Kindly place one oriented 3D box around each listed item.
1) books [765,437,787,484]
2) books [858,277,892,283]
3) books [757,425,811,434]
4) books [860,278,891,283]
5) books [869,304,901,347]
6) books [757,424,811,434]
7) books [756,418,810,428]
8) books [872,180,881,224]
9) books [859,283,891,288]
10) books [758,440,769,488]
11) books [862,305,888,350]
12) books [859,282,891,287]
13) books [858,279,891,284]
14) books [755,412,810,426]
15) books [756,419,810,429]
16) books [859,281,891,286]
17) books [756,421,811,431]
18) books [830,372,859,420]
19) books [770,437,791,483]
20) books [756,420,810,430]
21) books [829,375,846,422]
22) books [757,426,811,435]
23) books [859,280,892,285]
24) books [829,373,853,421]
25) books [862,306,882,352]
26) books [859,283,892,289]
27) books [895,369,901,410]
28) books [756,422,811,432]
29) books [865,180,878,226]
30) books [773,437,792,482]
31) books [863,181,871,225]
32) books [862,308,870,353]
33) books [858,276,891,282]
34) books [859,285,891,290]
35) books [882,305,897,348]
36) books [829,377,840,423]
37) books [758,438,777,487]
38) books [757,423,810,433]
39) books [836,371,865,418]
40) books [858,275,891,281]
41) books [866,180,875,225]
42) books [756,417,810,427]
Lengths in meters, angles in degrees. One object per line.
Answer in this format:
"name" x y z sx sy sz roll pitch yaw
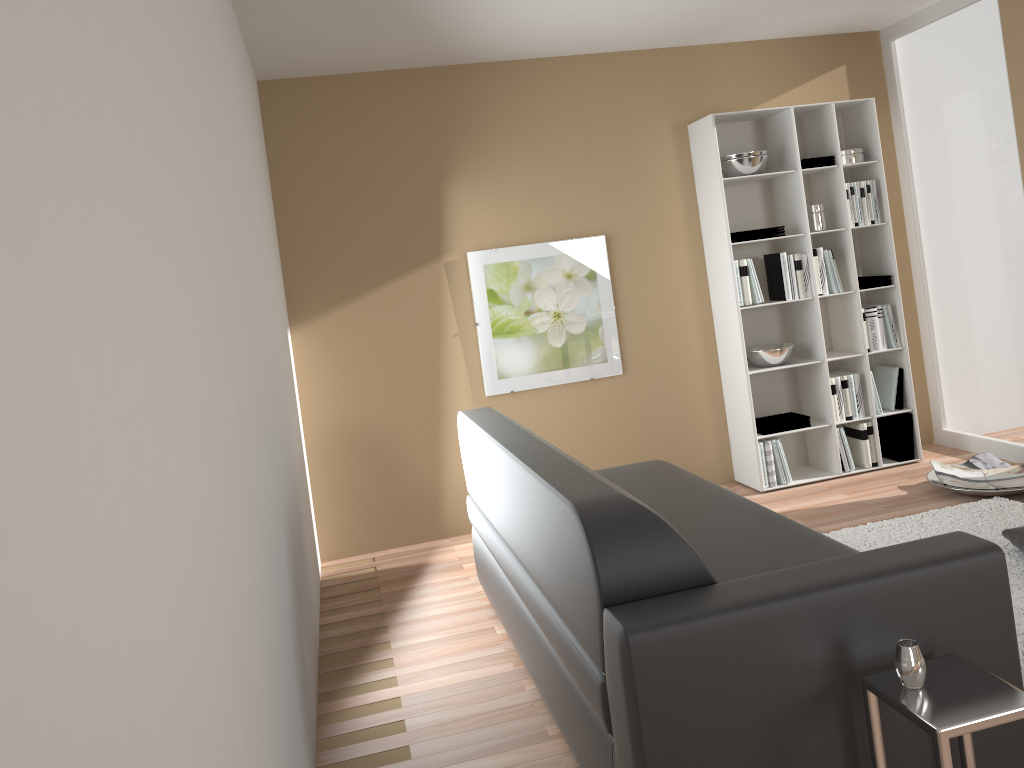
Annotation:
"books" 1.491 0.430 5.074 0.060 0.259 0.208 -8 3 -11
"books" 2.092 -0.623 5.279 0.211 0.008 0.298 -9 7 -11
"books" 1.547 0.251 5.115 0.298 0.006 0.211 -9 7 -12
"books" 2.093 -0.617 5.279 0.211 0.008 0.298 -9 7 -11
"books" 2.223 -0.350 5.260 0.060 0.259 0.208 -8 3 -11
"books" 1.546 0.246 5.115 0.298 0.006 0.211 -9 7 -12
"books" 1.542 0.212 5.118 0.298 0.008 0.211 -9 7 -12
"books" 2.118 -1.078 5.255 0.020 0.258 0.208 -8 3 -11
"books" 2.093 -0.589 5.279 0.211 0.006 0.298 -9 7 -11
"books" 1.396 0.447 5.057 0.040 0.258 0.208 -8 3 -11
"books" 2.147 -0.338 5.249 0.040 0.258 0.208 -8 3 -11
"books" 2.092 -0.595 5.281 0.211 0.007 0.298 -9 7 -13
"books" 2.089 -0.611 5.279 0.211 0.006 0.298 -9 7 -10
"books" 1.545 0.201 5.116 0.298 0.006 0.211 -9 7 -12
"books" 1.542 0.217 5.118 0.298 0.008 0.211 -9 7 -12
"books" 2.092 -0.600 5.278 0.211 0.006 0.298 -9 7 -11
"books" 1.545 0.229 5.115 0.298 0.006 0.211 -9 7 -12
"books" 1.953 0.066 5.186 0.040 0.258 0.208 -8 3 -11
"books" 1.517 0.429 5.075 0.058 0.257 0.208 -8 3 -11
"books" 1.543 0.223 5.113 0.298 0.006 0.211 -9 7 -10
"books" 1.873 0.079 5.170 0.040 0.258 0.208 -8 3 -11
"books" 1.547 0.257 5.113 0.298 0.007 0.211 -9 7 -12
"books" 2.091 -0.605 5.278 0.211 0.006 0.298 -9 7 -11
"books" 1.914 0.072 5.176 0.040 0.258 0.208 -8 3 -11
"books" 2.090 -0.328 5.223 0.076 0.258 0.208 -8 3 -11
"books" 2.094 -0.584 5.279 0.211 0.006 0.298 -9 7 -11
"books" 2.266 0.022 5.279 0.043 0.238 0.211 -8 3 -11
"books" 1.546 0.234 5.115 0.298 0.006 0.211 -9 7 -12
"books" 2.097 -1.074 5.250 0.020 0.258 0.208 -8 3 -11
"books" 1.531 0.423 5.094 0.058 0.257 0.208 -8 3 -11
"books" 2.056 -1.068 5.243 0.020 0.258 0.208 -8 3 -11
"books" 2.029 -0.318 5.214 0.040 0.258 0.208 -8 3 -11
"books" 2.088 -0.627 5.275 0.211 0.007 0.298 -9 7 -11
"books" 2.093 -0.578 5.280 0.211 0.007 0.298 -9 7 -11
"books" 2.198 -0.346 5.256 0.060 0.259 0.208 -8 3 -11
"books" 1.834 0.086 5.155 0.040 0.258 0.208 -8 3 -11
"books" 1.443 0.440 5.061 0.040 0.258 0.208 -8 3 -11
"books" 1.543 0.240 5.114 0.298 0.007 0.211 -9 7 -13
"books" 1.994 0.059 5.195 0.040 0.258 0.208 -8 3 -11
"books" 2.088 -0.632 5.275 0.211 0.006 0.298 -9 7 -11
"books" 2.077 -1.071 5.245 0.020 0.258 0.208 -8 3 -11
"books" 1.545 0.207 5.114 0.298 0.007 0.211 -9 7 -12
